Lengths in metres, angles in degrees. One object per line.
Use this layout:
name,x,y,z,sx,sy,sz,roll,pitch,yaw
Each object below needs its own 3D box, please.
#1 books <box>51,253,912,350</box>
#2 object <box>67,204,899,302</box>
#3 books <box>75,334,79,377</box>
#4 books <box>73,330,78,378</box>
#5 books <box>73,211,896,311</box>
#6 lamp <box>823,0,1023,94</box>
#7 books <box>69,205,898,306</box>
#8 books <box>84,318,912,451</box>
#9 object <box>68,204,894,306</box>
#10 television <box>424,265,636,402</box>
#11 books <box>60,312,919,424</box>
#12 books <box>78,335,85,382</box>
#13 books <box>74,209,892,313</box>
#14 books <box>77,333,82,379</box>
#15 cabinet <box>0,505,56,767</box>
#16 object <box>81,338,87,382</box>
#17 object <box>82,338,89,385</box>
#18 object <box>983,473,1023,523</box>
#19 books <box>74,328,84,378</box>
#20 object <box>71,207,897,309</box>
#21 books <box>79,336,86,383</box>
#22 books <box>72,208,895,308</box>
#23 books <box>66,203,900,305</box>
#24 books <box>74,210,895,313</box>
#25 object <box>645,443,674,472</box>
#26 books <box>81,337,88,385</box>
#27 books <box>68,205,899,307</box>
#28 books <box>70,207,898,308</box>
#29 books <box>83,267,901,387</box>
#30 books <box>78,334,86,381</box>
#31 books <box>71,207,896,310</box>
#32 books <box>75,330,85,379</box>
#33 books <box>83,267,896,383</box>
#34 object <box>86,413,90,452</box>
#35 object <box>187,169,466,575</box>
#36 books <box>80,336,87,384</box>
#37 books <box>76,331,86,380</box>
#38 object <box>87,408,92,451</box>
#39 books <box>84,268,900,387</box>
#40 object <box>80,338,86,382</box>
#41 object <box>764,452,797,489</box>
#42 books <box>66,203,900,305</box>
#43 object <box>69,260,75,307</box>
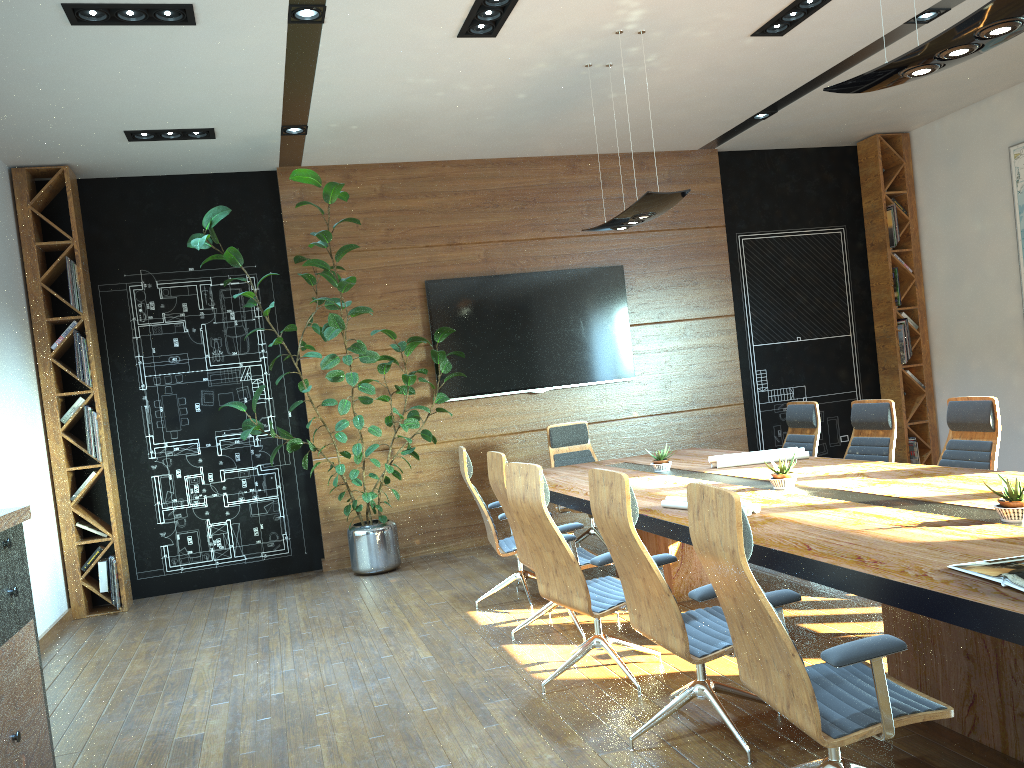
books,0.218,-0.839,8.457,8.405,0.231,0.238,-6,1,-15
object,0.174,-1.254,8.425,7.972,0.391,0.397,-6,1,-15
books,-3.584,-0.232,7.377,0.023,0.391,0.386,-7,1,-16
books,-3.593,-0.237,7.375,0.023,0.384,0.400,-7,1,-16
books,0.182,-1.207,8.421,7.883,0.384,0.400,-6,1,-15
lamp,1.573,-1.810,3.228,0.339,1.201,1.197,-7,1,-16
books,0.179,-1.238,8.417,7.931,0.398,0.391,-6,1,-15
books,0.313,-0.062,8.467,8.029,0.398,0.391,-6,1,-15
object,0.175,-1.252,8.425,7.964,0.394,0.397,-6,1,-15
television,0.205,-0.496,8.673,2.027,1.182,0.075,-7,2,-16
books,0.300,-0.225,8.441,8.409,0.208,0.176,-6,1,-15
books,-3.555,-0.202,7.383,0.016,0.382,0.396,-7,1,-16
books,0.180,-1.203,8.427,7.862,0.398,0.399,-6,1,-15
books,-3.566,-0.213,7.384,0.016,0.390,0.392,-7,1,-16
cabinet,-1.967,1.113,2.446,0.766,1.235,2.349,-7,0,-16
object,-3.532,-0.183,7.390,0.006,0.391,0.398,-7,1,-16
object,-3.525,-0.176,7.400,0.006,0.391,0.398,-7,1,-16
object,1.850,0.408,3.258,0.177,0.188,0.153,-8,2,-41
books,-3.588,-0.243,7.371,0.024,0.404,0.391,-7,1,-16
object,0.177,-1.228,8.427,7.911,0.397,0.398,-6,1,-15
books,-3.545,-0.193,7.386,0.006,0.390,0.392,-7,1,-16
books,0.179,-1.219,8.425,7.893,0.397,0.398,-6,1,-15
books,0.175,-1.263,8.418,7.989,0.391,0.397,-6,1,-15
books,0.183,-1.197,8.421,7.853,0.390,0.398,-6,1,-15
object,1.029,0.512,6.152,0.153,0.188,0.178,-7,1,-27
books,-3.529,-0.181,7.395,0.006,0.394,0.398,-7,1,-16
books,0.177,-1.249,8.420,7.955,0.396,0.397,-6,1,-15
books,0.180,-1.225,8.419,7.921,0.382,0.396,-6,1,-15
books,0.251,-0.597,8.448,7.872,0.396,0.398,-6,1,-15
books,-3.561,-0.210,7.384,0.016,0.389,0.390,-7,1,-16
books,0.177,-1.225,8.428,7.902,0.400,0.398,-6,1,-15
books,-3.578,-0.232,7.375,0.023,0.398,0.387,-7,1,-16
books,0.249,-0.600,8.453,7.880,0.394,0.398,-6,1,-15
object,0.313,-0.046,8.473,8.003,0.390,0.392,-6,1,-15
object,-1.538,0.008,7.774,1.684,3.374,2.030,-6,2,26
books,-3.539,-0.187,7.398,0.006,0.391,0.398,-7,1,-16
books,-3.569,-0.223,7.375,0.016,0.402,0.386,-7,1,-16
object,0.316,-0.031,8.471,7.973,0.392,0.386,-6,1,-15
books,0.250,-0.589,8.455,7.858,0.391,0.398,-6,1,-15
object,-3.541,-0.187,7.390,0.006,0.384,0.384,-7,1,-16
object,1.438,0.460,4.720,0.153,0.188,0.177,-6,1,24
books,0.175,-1.260,8.421,7.980,0.394,0.397,-6,1,-15
object,0.176,-1.238,8.427,7.939,0.391,0.397,-6,1,-15
